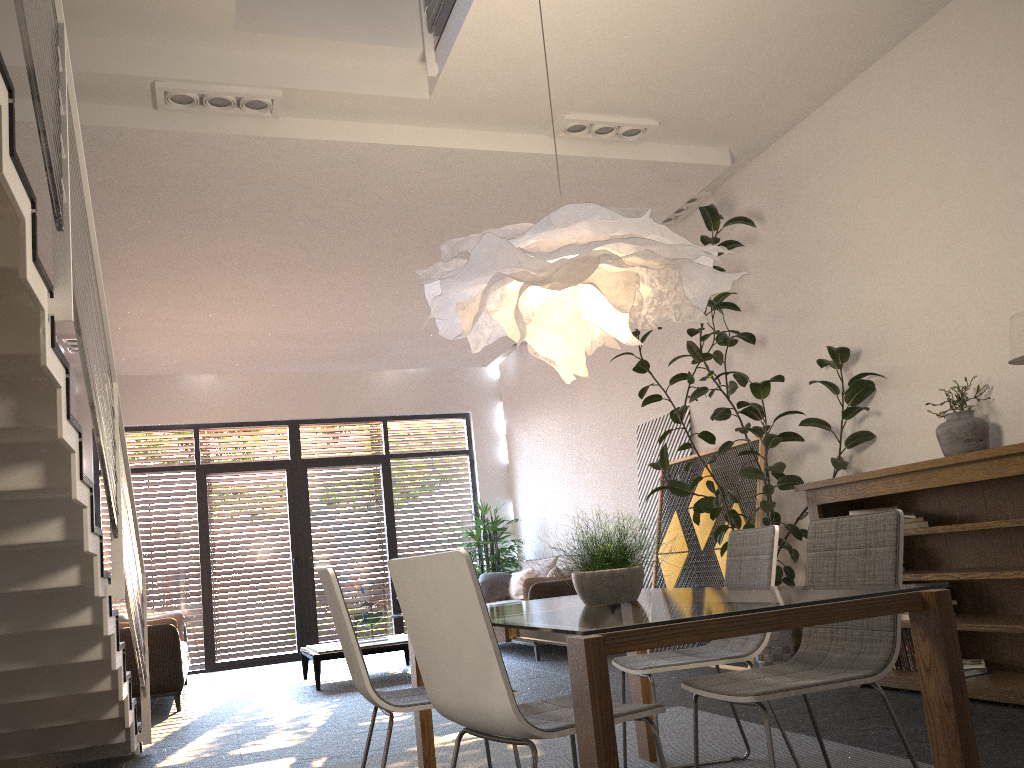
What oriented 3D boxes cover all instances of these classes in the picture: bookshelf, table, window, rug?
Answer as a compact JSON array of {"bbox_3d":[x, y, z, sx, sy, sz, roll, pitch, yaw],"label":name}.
[{"bbox_3d":[2.277,0.963,4.430,0.450,1.162,1.937,-3,-11,-20],"label":"bookshelf"},{"bbox_3d":[-1.336,2.512,8.077,1.048,0.304,1.126,-2,-12,-19],"label":"table"},{"bbox_3d":[-2.627,1.873,10.946,4.938,3.003,0.464,-2,-9,-19],"label":"window"},{"bbox_3d":[0.368,1.060,2.827,0.996,0.708,1.817,-2,-12,-19],"label":"table"},{"bbox_3d":[0.402,1.408,2.792,2.369,0.006,3.722,-2,-12,-19],"label":"rug"}]

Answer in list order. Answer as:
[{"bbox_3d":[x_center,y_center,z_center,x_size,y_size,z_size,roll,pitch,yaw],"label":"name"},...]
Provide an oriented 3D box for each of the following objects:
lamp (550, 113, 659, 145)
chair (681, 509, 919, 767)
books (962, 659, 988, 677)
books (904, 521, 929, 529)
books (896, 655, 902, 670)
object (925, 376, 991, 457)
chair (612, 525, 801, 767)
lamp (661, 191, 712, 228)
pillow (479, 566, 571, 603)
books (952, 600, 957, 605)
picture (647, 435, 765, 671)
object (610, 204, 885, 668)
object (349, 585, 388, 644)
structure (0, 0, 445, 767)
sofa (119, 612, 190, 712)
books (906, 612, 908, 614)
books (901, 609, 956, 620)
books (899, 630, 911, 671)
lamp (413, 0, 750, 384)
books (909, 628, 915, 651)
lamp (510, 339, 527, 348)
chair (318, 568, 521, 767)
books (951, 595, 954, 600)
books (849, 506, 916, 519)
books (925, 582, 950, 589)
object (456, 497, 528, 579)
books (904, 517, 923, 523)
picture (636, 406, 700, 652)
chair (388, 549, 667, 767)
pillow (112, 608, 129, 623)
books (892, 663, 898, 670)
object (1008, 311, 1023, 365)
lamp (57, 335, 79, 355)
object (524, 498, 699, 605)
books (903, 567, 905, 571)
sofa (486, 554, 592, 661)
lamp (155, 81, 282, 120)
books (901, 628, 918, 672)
[{"bbox_3d":[0.585,-1.631,5.623,0.644,0.065,0.256,-2,-12,-19],"label":"lamp"},{"bbox_3d":[0.868,0.871,2.655,0.601,0.912,0.479,-3,-10,-19],"label":"chair"},{"bbox_3d":[2.290,1.456,4.533,0.259,0.049,0.272,-11,-13,25],"label":"books"},{"bbox_3d":[2.134,0.786,4.875,0.179,0.033,0.245,-2,-12,-16],"label":"books"},{"bbox_3d":[2.182,1.450,4.899,0.171,0.239,0.056,-2,-9,-20],"label":"books"},{"bbox_3d":[2.278,0.176,4.516,0.386,0.409,0.277,3,-13,-41],"label":"object"},{"bbox_3d":[0.721,1.032,3.371,0.601,0.912,0.479,-4,-9,-10],"label":"chair"},{"bbox_3d":[1.314,-1.407,7.079,0.253,0.065,0.651,-2,-12,-19],"label":"lamp"},{"bbox_3d":[0.109,2.096,9.198,0.618,0.340,1.911,-2,-12,-19],"label":"pillow"},{"bbox_3d":[2.221,1.181,4.746,0.243,0.023,0.177,-3,-12,-12],"label":"books"},{"bbox_3d":[1.455,1.313,6.798,0.386,1.592,1.512,-3,-10,-20],"label":"picture"},{"bbox_3d":[1.473,0.305,5.831,0.908,3.173,2.027,2,-12,-41],"label":"object"},{"bbox_3d":[-1.007,-0.729,4.268,0.365,4.435,8.992,-5,-11,-8],"label":"object"},{"bbox_3d":[-0.141,-2.852,2.313,4.231,8.240,8.541,-3,-11,-19],"label":"structure"},{"bbox_3d":[-3.426,2.375,7.879,0.992,0.912,2.344,-2,-12,-19],"label":"sofa"},{"bbox_3d":[2.211,1.206,4.750,0.227,0.023,0.168,-1,-12,-21],"label":"books"},{"bbox_3d":[2.209,1.233,4.738,0.243,0.033,0.181,-2,-12,-17],"label":"books"},{"bbox_3d":[2.199,1.446,4.849,0.171,0.223,0.083,-2,-10,-20],"label":"books"},{"bbox_3d":[-0.009,-2.538,3.382,1.117,5.169,1.071,-5,-9,-9],"label":"lamp"},{"bbox_3d":[2.230,1.408,4.724,0.167,0.239,0.105,-2,-10,-20],"label":"books"},{"bbox_3d":[0.082,-0.549,10.666,0.253,0.065,0.651,-2,-12,-19],"label":"lamp"},{"bbox_3d":[-0.322,1.066,3.018,0.601,0.912,0.479,-3,-10,-17],"label":"chair"},{"bbox_3d":[2.210,1.154,4.743,0.225,0.029,0.181,-2,-12,-16],"label":"books"},{"bbox_3d":[2.104,0.757,5.050,0.323,0.108,0.275,-9,-11,15],"label":"books"},{"bbox_3d":[2.220,1.107,4.761,0.216,0.068,0.159,-4,-11,-10],"label":"books"},{"bbox_3d":[-0.267,2.234,10.761,0.918,1.709,0.981,-12,-11,35],"label":"object"},{"bbox_3d":[2.124,0.760,4.885,0.166,0.023,0.229,-3,-12,-15],"label":"books"},{"bbox_3d":[1.318,1.273,7.582,0.207,2.002,0.967,-3,-10,-20],"label":"picture"},{"bbox_3d":[0.052,0.895,2.367,0.601,0.912,0.479,0,-11,-33],"label":"chair"},{"bbox_3d":[-3.767,2.373,8.299,0.956,0.702,1.026,-7,-11,4],"label":"pillow"},{"bbox_3d":[2.159,1.464,4.951,0.167,0.239,0.100,-2,-10,-20],"label":"books"},{"bbox_3d":[2.445,-0.044,3.943,0.392,0.577,0.390,-13,-12,39],"label":"object"},{"bbox_3d":[-4.466,-0.414,9.063,0.253,0.065,0.651,-2,-12,-19],"label":"lamp"},{"bbox_3d":[0.326,0.551,2.920,0.531,0.364,0.674,-1,-12,-24],"label":"object"},{"bbox_3d":[2.104,1.072,5.077,0.159,0.021,0.226,2,-14,-34],"label":"books"},{"bbox_3d":[0.259,2.265,9.178,0.992,0.912,2.344,-2,-12,-19],"label":"sofa"},{"bbox_3d":[-1.602,-1.566,4.852,0.644,0.065,0.256,-2,-12,-19],"label":"lamp"},{"bbox_3d":[2.218,1.424,4.795,0.171,0.239,0.085,-2,-9,-20],"label":"books"}]
